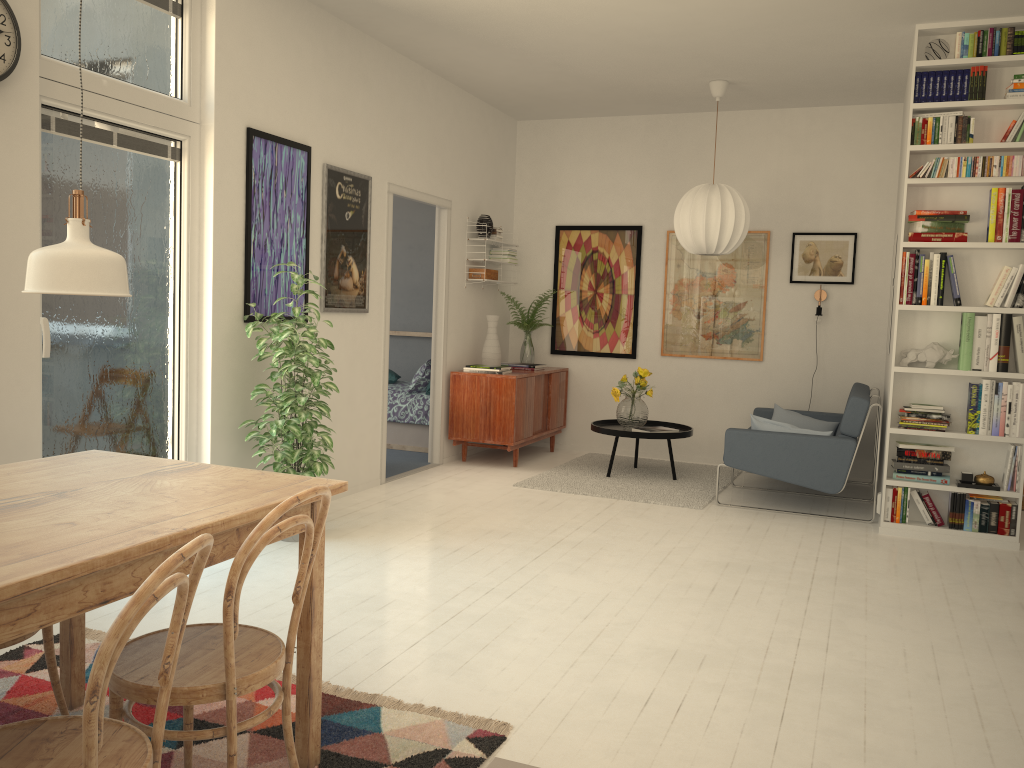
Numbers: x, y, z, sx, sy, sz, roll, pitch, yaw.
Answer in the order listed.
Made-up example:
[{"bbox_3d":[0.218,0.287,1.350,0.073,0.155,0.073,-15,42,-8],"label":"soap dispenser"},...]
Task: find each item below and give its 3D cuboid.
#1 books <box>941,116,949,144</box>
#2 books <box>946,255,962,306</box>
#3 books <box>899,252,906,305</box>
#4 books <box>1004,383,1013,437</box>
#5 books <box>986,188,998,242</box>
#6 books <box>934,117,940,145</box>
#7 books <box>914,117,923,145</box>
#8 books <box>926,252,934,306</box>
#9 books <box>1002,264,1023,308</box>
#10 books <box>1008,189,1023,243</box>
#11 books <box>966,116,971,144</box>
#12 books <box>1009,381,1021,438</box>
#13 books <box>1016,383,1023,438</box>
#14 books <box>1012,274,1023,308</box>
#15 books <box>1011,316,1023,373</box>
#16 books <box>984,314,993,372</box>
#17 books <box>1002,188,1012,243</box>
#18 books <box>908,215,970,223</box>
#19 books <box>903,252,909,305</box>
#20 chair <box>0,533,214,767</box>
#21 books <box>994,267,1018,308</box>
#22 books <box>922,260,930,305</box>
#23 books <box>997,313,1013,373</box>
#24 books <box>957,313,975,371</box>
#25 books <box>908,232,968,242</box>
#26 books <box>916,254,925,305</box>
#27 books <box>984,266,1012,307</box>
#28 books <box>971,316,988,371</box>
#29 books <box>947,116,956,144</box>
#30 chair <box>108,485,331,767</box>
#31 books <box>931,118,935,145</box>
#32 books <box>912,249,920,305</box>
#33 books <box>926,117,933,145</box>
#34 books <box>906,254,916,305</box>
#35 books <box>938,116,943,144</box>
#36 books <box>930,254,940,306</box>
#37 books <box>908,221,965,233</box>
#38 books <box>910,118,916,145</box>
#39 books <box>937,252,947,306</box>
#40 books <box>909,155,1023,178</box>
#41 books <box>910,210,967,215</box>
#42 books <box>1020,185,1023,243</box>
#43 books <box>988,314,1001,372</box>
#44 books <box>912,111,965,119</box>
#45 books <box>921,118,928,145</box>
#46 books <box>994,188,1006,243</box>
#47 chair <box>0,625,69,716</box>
[{"bbox_3d":[2.456,-1.422,5.049,0.028,0.159,0.223,4,5,22],"label":"books"},{"bbox_3d":[2.519,-0.586,5.065,0.093,0.288,0.200,4,5,22],"label":"books"},{"bbox_3d":[2.277,-0.611,5.177,0.021,0.301,0.222,4,5,22],"label":"books"},{"bbox_3d":[2.785,0.143,4.998,0.022,0.291,0.208,4,5,22],"label":"books"},{"bbox_3d":[2.697,-0.940,4.993,0.032,0.300,0.200,4,5,22],"label":"books"},{"bbox_3d":[2.420,-1.424,5.063,0.024,0.155,0.188,4,5,22],"label":"books"},{"bbox_3d":[2.325,-1.430,5.086,0.034,0.162,0.197,4,5,22],"label":"books"},{"bbox_3d":[2.408,-0.600,5.119,0.020,0.304,0.193,4,5,22],"label":"books"},{"bbox_3d":[2.803,-0.544,4.963,0.092,0.244,0.197,4,5,22],"label":"books"},{"bbox_3d":[2.793,-0.924,4.936,0.059,0.291,0.182,4,5,22],"label":"books"},{"bbox_3d":[2.561,-1.413,4.994,0.016,0.158,0.146,4,5,22],"label":"books"},{"bbox_3d":[2.809,0.139,4.977,0.037,0.307,0.161,4,5,22],"label":"books"},{"bbox_3d":[2.854,0.141,4.992,0.039,0.302,0.229,4,5,22],"label":"books"},{"bbox_3d":[2.850,-0.578,4.934,0.092,0.318,0.179,4,5,22],"label":"books"},{"bbox_3d":[2.835,-0.222,4.972,0.099,0.316,0.229,4,5,22],"label":"books"},{"bbox_3d":[2.693,-0.236,5.042,0.023,0.321,0.235,4,5,22],"label":"books"},{"bbox_3d":[2.755,-0.932,4.958,0.029,0.301,0.185,4,5,22],"label":"books"},{"bbox_3d":[2.445,-0.942,5.094,0.314,0.035,0.205,4,5,22],"label":"books"},{"bbox_3d":[2.292,-0.609,5.165,0.015,0.300,0.207,4,5,22],"label":"books"},{"bbox_3d":[-0.770,0.652,1.507,0.483,0.810,0.386,3,5,4],"label":"chair"},{"bbox_3d":[2.754,-0.539,4.958,0.105,0.225,0.138,4,5,22],"label":"books"},{"bbox_3d":[2.381,-0.580,5.114,0.024,0.260,0.199,4,5,22],"label":"books"},{"bbox_3d":[2.760,-0.232,4.994,0.056,0.327,0.202,4,5,22],"label":"books"},{"bbox_3d":[2.587,-0.243,5.060,0.056,0.328,0.229,4,5,22],"label":"books"},{"bbox_3d":[2.433,-0.831,5.083,0.301,0.056,0.202,4,5,22],"label":"books"},{"bbox_3d":[2.359,-0.598,5.129,0.030,0.289,0.200,4,5,22],"label":"books"},{"bbox_3d":[2.718,-0.543,4.965,0.115,0.232,0.133,4,5,22],"label":"books"},{"bbox_3d":[2.645,-0.229,5.042,0.065,0.311,0.200,4,5,22],"label":"books"},{"bbox_3d":[2.483,-1.417,5.030,0.035,0.158,0.200,4,5,22],"label":"books"},{"bbox_3d":[-0.669,0.613,2.007,0.483,0.810,0.385,4,5,19],"label":"chair"},{"bbox_3d":[2.401,-1.422,5.069,0.013,0.149,0.208,4,5,22],"label":"books"},{"bbox_3d":[2.336,-0.614,5.139,0.021,0.317,0.179,4,5,22],"label":"books"},{"bbox_3d":[2.379,-1.423,5.062,0.023,0.152,0.199,4,5,22],"label":"books"},{"bbox_3d":[2.311,-0.603,5.149,0.032,0.291,0.203,4,5,22],"label":"books"},{"bbox_3d":[2.430,-1.420,5.041,0.012,0.155,0.208,4,5,22],"label":"books"},{"bbox_3d":[2.427,-0.594,5.097,0.032,0.290,0.189,4,5,22],"label":"books"},{"bbox_3d":[2.436,-0.890,5.087,0.268,0.064,0.128,1,5,-8],"label":"books"},{"bbox_3d":[2.309,-1.432,5.118,0.019,0.156,0.205,4,5,22],"label":"books"},{"bbox_3d":[2.455,-0.598,5.077,0.033,0.306,0.150,4,5,22],"label":"books"},{"bbox_3d":[2.603,-1.203,5.002,0.664,0.110,0.278,4,5,22],"label":"books"},{"bbox_3d":[2.435,-0.971,5.088,0.266,0.026,0.203,3,5,11],"label":"books"},{"bbox_3d":[2.837,-0.933,4.918,0.039,0.317,0.161,4,5,22],"label":"books"},{"bbox_3d":[2.717,-0.234,5.017,0.037,0.324,0.240,4,5,22],"label":"books"},{"bbox_3d":[2.433,-1.513,5.050,0.255,0.022,0.189,5,6,32],"label":"books"},{"bbox_3d":[2.355,-1.423,5.077,0.030,0.149,0.202,4,5,22],"label":"books"},{"bbox_3d":[2.727,-0.934,4.974,0.039,0.301,0.199,4,5,22],"label":"books"},{"bbox_3d":[-1.485,0.549,2.397,0.484,0.810,0.385,4,5,24],"label":"chair"}]
